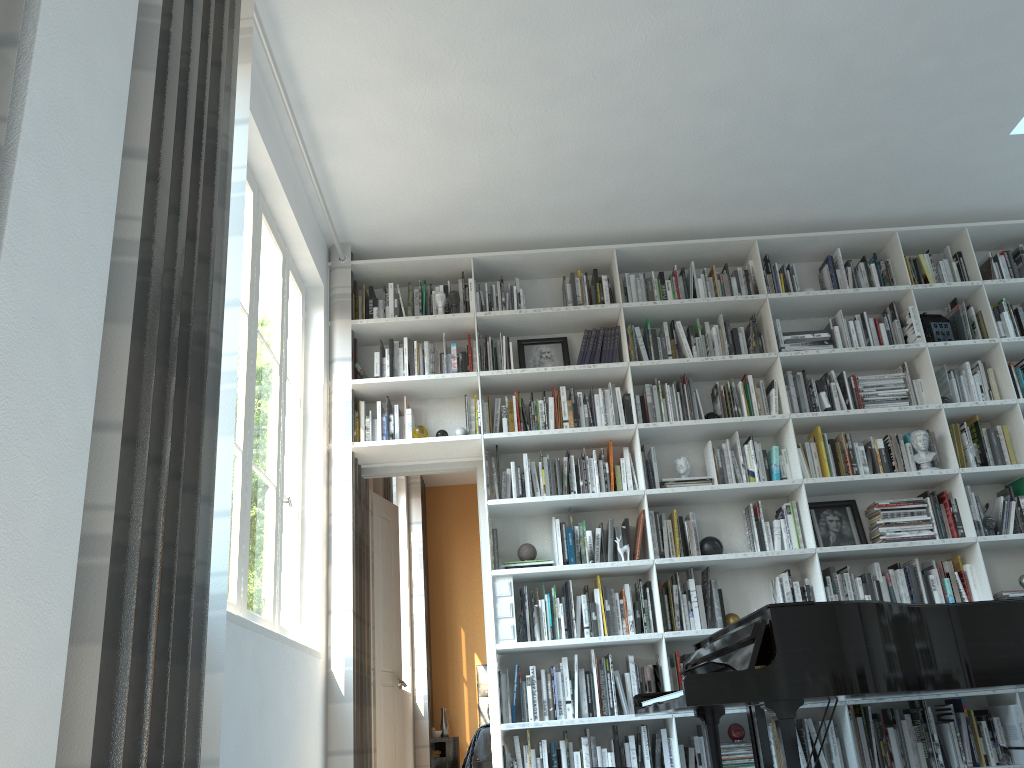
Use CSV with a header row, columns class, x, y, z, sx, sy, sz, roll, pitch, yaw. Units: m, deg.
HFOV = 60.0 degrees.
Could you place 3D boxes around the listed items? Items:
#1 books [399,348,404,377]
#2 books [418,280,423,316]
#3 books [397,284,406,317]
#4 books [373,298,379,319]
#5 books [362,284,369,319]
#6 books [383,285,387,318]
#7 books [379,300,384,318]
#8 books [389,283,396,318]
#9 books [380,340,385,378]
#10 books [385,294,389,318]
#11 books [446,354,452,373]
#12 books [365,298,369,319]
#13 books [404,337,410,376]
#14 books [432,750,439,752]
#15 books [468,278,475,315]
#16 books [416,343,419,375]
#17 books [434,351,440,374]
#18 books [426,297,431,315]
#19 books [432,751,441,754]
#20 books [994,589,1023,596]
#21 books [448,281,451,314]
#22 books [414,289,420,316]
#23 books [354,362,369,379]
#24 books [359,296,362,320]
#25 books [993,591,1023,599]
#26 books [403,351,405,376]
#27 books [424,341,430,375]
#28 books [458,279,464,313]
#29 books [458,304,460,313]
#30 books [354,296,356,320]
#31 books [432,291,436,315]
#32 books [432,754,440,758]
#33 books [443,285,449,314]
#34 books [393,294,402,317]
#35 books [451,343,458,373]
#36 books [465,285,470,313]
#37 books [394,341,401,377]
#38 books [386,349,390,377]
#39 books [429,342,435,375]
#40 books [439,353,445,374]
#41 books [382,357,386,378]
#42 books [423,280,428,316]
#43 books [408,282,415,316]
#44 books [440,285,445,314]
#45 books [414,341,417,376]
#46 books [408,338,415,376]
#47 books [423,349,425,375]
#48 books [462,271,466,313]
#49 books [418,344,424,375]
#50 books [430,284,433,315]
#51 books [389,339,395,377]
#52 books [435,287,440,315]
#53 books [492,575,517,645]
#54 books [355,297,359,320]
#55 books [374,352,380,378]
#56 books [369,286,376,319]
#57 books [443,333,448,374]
class,x,y,z,sx,sy,sz,roll,pitch,yaw
books,-0.636,-0.070,5.162,0.024,0.238,0.156,-4,-21,-1
books,-0.541,-0.451,5.300,0.014,0.303,0.146,-4,-21,-1
books,-0.644,-0.433,5.272,0.057,0.261,0.191,-4,-21,-1
books,-0.797,-0.385,5.262,0.028,0.185,0.182,-4,-22,-1
books,-0.870,-0.425,5.280,0.014,0.284,0.175,-4,-21,-1
books,-0.750,-0.428,5.289,0.010,0.280,0.161,-4,-21,-1
books,-0.768,-0.381,5.288,0.031,0.195,0.145,-4,-21,-1
books,-0.707,-0.433,5.289,0.028,0.282,0.190,-4,-21,-1
books,-0.752,-0.090,5.167,0.011,0.295,0.163,-4,-21,-1
books,-0.731,-0.401,5.287,0.024,0.226,0.158,-4,-21,-1
books,-0.357,-0.062,5.158,0.031,0.182,0.152,-4,-22,-1
books,-0.848,-0.383,5.267,0.024,0.194,0.168,-4,-22,-1
books,-0.605,-0.104,5.147,0.021,0.285,0.179,-4,-21,-1
books,-0.780,3.452,8.329,0.133,0.012,0.189,-10,-23,15
books,-0.235,-0.459,5.267,0.024,0.251,0.236,-4,-22,-1
books,-0.537,-0.087,5.152,0.012,0.248,0.192,-4,-21,-1
books,-0.428,-0.071,5.162,0.028,0.211,0.139,-4,-21,-1
books,-0.489,-0.401,5.280,0.024,0.186,0.160,-4,-22,-1
books,-0.780,3.464,8.315,0.189,0.022,0.134,13,-28,-37
books,2.673,1.084,4.629,0.254,0.012,0.161,-7,-22,7
books,-0.367,-0.453,5.312,0.013,0.290,0.155,-4,-21,-1
books,-0.562,-0.423,5.304,0.030,0.256,0.130,-4,-21,-1
books,-0.849,-0.025,5.151,0.121,0.175,0.130,-4,-21,-1
books,-0.887,-0.392,5.277,0.023,0.222,0.151,-4,-21,-1
books,2.674,1.098,4.631,0.285,0.012,0.160,-5,-22,2
books,-0.618,-0.061,5.147,0.010,0.208,0.166,-4,-21,-1
books,-0.487,-0.096,5.153,0.025,0.260,0.167,-4,-21,-1
books,-0.298,-0.458,5.305,0.022,0.285,0.176,-4,-21,-1
books,-0.320,-0.409,5.287,0.028,0.184,0.168,-4,-22,-1
books,-0.929,-0.392,5.264,0.014,0.218,0.189,-4,-22,-1
books,-0.455,-0.419,5.293,0.021,0.225,0.157,-4,-21,-1
books,-0.774,3.488,8.306,0.129,0.030,0.183,-12,-23,19
books,-0.386,-0.441,5.294,0.027,0.258,0.147,-4,-21,-1
books,-0.676,-0.402,5.266,0.030,0.205,0.176,-4,-22,-1
books,-0.328,-0.093,5.147,0.029,0.228,0.192,-4,-22,-1
books,-0.260,-0.447,5.302,0.025,0.258,0.139,-4,-21,-1
books,-0.663,-0.091,5.171,0.028,0.287,0.133,-4,-21,-1
books,-0.709,-0.067,5.142,0.022,0.227,0.172,-4,-21,-1
books,-0.459,-0.093,5.152,0.030,0.250,0.166,-4,-21,-1
books,-0.399,-0.063,5.168,0.029,0.197,0.144,-4,-21,-1
books,-0.731,-0.039,5.159,0.024,0.191,0.138,-4,-21,-1
books,-0.520,-0.454,5.312,0.029,0.313,0.129,-4,-21,-1
books,-0.597,-0.439,5.291,0.039,0.281,0.182,-4,-21,-1
books,-0.410,-0.435,5.296,0.021,0.252,0.180,-4,-21,-1
books,-0.550,-0.095,5.155,0.013,0.267,0.162,-4,-21,-1
books,-0.576,-0.101,5.167,0.037,0.290,0.156,-4,-21,-1
books,-0.504,-0.070,5.177,0.011,0.230,0.136,-4,-21,-1
books,-0.282,-0.484,5.310,0.014,0.336,0.168,-4,-21,-1
books,-0.520,-0.085,5.151,0.021,0.243,0.174,-4,-21,-1
books,-0.474,-0.440,5.302,0.013,0.274,0.159,-4,-21,-1
books,-0.688,-0.095,5.148,0.023,0.281,0.186,-4,-21,-1
books,-0.433,-0.433,5.285,0.025,0.242,0.168,-4,-21,-1
books,-0.038,1.193,4.616,0.106,0.338,0.308,-4,-22,-1
books,-0.910,-0.389,5.287,0.024,0.227,0.130,-4,-21,-1
books,-0.772,-0.053,5.150,0.034,0.217,0.167,-4,-21,-1
books,-0.826,-0.422,5.276,0.025,0.268,0.178,-4,-21,-1
books,-0.383,-0.122,5.165,0.012,0.302,0.190,-4,-21,-1
